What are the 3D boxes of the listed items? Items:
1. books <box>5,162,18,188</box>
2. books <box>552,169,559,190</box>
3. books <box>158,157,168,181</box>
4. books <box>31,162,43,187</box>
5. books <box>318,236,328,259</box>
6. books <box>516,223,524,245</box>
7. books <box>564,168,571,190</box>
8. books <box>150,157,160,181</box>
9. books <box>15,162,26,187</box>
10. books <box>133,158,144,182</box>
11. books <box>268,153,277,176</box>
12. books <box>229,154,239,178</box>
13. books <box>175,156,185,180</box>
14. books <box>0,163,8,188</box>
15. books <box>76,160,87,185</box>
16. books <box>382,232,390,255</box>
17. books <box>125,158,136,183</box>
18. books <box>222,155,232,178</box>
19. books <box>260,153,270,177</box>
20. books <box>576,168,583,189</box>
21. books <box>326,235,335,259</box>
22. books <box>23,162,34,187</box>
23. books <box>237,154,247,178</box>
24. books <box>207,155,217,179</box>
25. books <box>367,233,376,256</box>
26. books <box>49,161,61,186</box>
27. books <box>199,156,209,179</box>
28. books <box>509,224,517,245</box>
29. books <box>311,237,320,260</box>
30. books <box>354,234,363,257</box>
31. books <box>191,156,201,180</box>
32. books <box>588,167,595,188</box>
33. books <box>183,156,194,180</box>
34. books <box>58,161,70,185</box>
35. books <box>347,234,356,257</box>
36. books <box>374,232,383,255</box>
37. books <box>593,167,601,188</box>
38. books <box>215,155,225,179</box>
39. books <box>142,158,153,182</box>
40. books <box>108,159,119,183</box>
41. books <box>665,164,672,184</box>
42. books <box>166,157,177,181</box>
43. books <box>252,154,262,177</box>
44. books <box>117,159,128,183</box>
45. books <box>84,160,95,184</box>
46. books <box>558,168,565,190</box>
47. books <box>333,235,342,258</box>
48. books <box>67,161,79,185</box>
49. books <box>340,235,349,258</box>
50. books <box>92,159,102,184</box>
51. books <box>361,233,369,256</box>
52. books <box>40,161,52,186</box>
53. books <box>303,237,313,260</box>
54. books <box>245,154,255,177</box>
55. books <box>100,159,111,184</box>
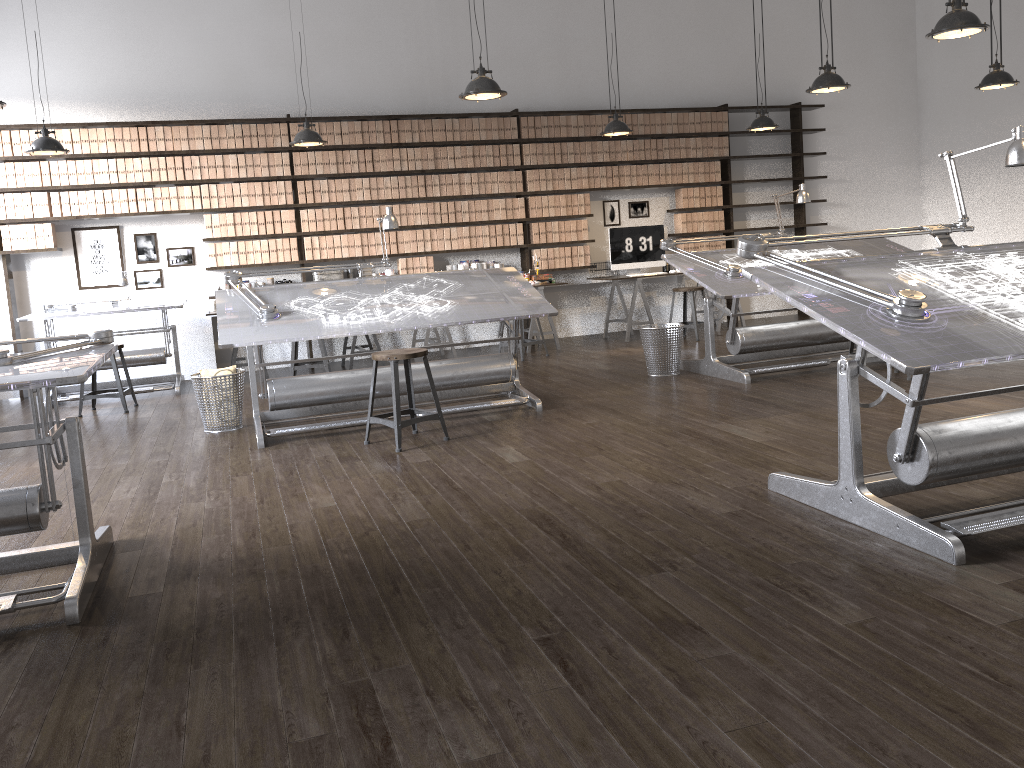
[{"bbox_3d":[-4.439,-1.847,7.882,0.067,0.224,0.175,-6,7,-17],"label":"books"},{"bbox_3d":[0.433,-2.173,9.445,0.067,0.224,0.175,-6,7,-17],"label":"books"},{"bbox_3d":[-3.254,-1.992,8.260,0.067,0.224,0.175,-6,7,-17],"label":"books"},{"bbox_3d":[-4.250,-1.871,7.949,0.067,0.224,0.175,-6,7,-17],"label":"books"},{"bbox_3d":[-1.876,-1.347,8.761,0.067,0.224,0.175,-6,7,-17],"label":"books"},{"bbox_3d":[0.061,-1.582,9.367,0.067,0.224,0.175,-6,7,-17],"label":"books"},{"bbox_3d":[0.568,-2.188,9.482,0.067,0.224,0.175,-6,7,-17],"label":"books"},{"bbox_3d":[-3.312,-1.984,8.237,0.067,0.224,0.175,-6,7,-17],"label":"books"},{"bbox_3d":[-4.370,-1.856,7.904,0.067,0.224,0.175,-6,7,-17],"label":"books"},{"bbox_3d":[-3.451,-1.968,8.197,0.067,0.224,0.175,-6,7,-17],"label":"books"},{"bbox_3d":[-2.320,-2.106,8.555,0.067,0.224,0.175,-6,7,-17],"label":"books"},{"bbox_3d":[-2.651,-2.065,8.449,0.067,0.224,0.175,-6,7,-17],"label":"books"},{"bbox_3d":[-3.110,-2.009,8.302,0.067,0.224,0.175,-6,7,-17],"label":"books"},{"bbox_3d":[-4.509,-1.839,7.864,0.067,0.224,0.175,-6,7,-17],"label":"books"},{"bbox_3d":[-3.907,-1.913,8.057,0.067,0.224,0.175,-6,7,-17],"label":"books"},{"bbox_3d":[-1.285,-1.419,8.947,0.067,0.224,0.175,-6,7,-17],"label":"books"},{"bbox_3d":[-3.518,-1.960,8.180,0.067,0.224,0.175,-6,7,-17],"label":"books"},{"bbox_3d":[-2.711,-2.058,8.432,0.067,0.224,0.175,-6,7,-17],"label":"books"},{"bbox_3d":[-2.382,-2.097,8.531,0.067,0.224,0.175,-6,7,-17],"label":"books"},{"bbox_3d":[0.695,-2.204,9.525,0.067,0.224,0.175,-6,7,-17],"label":"books"},{"bbox_3d":[-1.809,-1.355,8.781,0.067,0.224,0.175,-6,7,-17],"label":"books"},{"bbox_3d":[-4.312,-1.864,7.927,0.067,0.224,0.175,-6,7,-17],"label":"books"},{"bbox_3d":[-2.582,-2.073,8.469,0.067,0.224,0.175,-6,7,-17],"label":"books"},{"bbox_3d":[-2.839,-2.043,8.393,0.067,0.224,0.175,-6,7,-17],"label":"books"},{"bbox_3d":[-1.420,-1.403,8.904,0.067,0.224,0.175,-6,7,-17],"label":"books"},{"bbox_3d":[-4.109,-1.889,7.994,0.067,0.224,0.175,-6,7,-17],"label":"books"},{"bbox_3d":[-2.906,-2.035,8.372,0.067,0.224,0.175,-6,7,-17],"label":"books"},{"bbox_3d":[-0.012,-1.573,9.342,0.067,0.224,0.175,-6,7,-17],"label":"books"},{"bbox_3d":[-1.941,-1.339,8.737,0.067,0.224,0.175,-6,7,-17],"label":"books"},{"bbox_3d":[-1.549,-1.386,8.857,0.067,0.224,0.175,-6,7,-17],"label":"books"},{"bbox_3d":[-2.972,-2.026,8.347,0.067,0.224,0.175,-6,7,-17],"label":"books"},{"bbox_3d":[0.822,-2.220,9.567,0.067,0.224,0.175,-6,7,-17],"label":"books"},{"bbox_3d":[-3.041,-2.018,8.330,0.067,0.224,0.175,-6,7,-17],"label":"books"},{"bbox_3d":[-4.040,-1.896,8.010,0.067,0.224,0.175,-6,7,-17],"label":"books"},{"bbox_3d":[-1.614,-1.379,8.842,0.067,0.224,0.175,-6,7,-17],"label":"books"},{"bbox_3d":[-1.351,-1.410,8.921,0.067,0.224,0.175,-6,7,-17],"label":"books"},{"bbox_3d":[0.890,-2.228,9.588,0.067,0.224,0.175,-6,7,-17],"label":"books"},{"bbox_3d":[-2.773,-2.050,8.407,0.067,0.224,0.175,-6,7,-17],"label":"books"},{"bbox_3d":[-3.381,-1.976,8.216,0.067,0.224,0.175,-6,7,-17],"label":"books"},{"bbox_3d":[-3.649,-1.944,8.133,0.067,0.224,0.175,-6,7,-17],"label":"books"},{"bbox_3d":[1.699,-2.326,9.840,0.067,0.224,0.175,-6,7,-17],"label":"books"},{"bbox_3d":[-3.182,-2.001,8.285,0.067,0.224,0.175,-6,7,-17],"label":"books"},{"bbox_3d":[-2.450,-2.090,8.516,0.067,0.224,0.175,-6,7,-17],"label":"books"},{"bbox_3d":[-3.584,-1.952,8.157,0.067,0.224,0.175,-6,7,-17],"label":"books"},{"bbox_3d":[-3.841,-1.920,8.071,0.067,0.224,0.175,-6,7,-17],"label":"books"},{"bbox_3d":[0.500,-2.180,9.464,0.067,0.224,0.175,-6,7,-17],"label":"books"},{"bbox_3d":[-1.742,-1.363,8.798,0.067,0.224,0.175,-6,7,-17],"label":"books"},{"bbox_3d":[-3.974,-1.905,8.035,0.067,0.224,0.175,-6,7,-17],"label":"books"},{"bbox_3d":[-1.673,-1.371,8.821,0.067,0.224,0.175,-6,7,-17],"label":"books"},{"bbox_3d":[-3.779,-1.928,8.096,0.067,0.224,0.175,-6,7,-17],"label":"books"},{"bbox_3d":[-1.487,-1.395,8.883,0.067,0.224,0.175,-6,7,-17],"label":"books"},{"bbox_3d":[-4.178,-1.879,7.966,0.067,0.224,0.175,-6,7,-17],"label":"books"},{"bbox_3d":[-2.009,-1.330,8.712,0.067,0.224,0.175,-6,7,-17],"label":"books"},{"bbox_3d":[-2.516,-2.082,8.494,0.067,0.224,0.175,-6,7,-17],"label":"books"},{"bbox_3d":[-3.719,-1.935,8.113,0.067,0.224,0.175,-6,7,-17],"label":"books"}]
